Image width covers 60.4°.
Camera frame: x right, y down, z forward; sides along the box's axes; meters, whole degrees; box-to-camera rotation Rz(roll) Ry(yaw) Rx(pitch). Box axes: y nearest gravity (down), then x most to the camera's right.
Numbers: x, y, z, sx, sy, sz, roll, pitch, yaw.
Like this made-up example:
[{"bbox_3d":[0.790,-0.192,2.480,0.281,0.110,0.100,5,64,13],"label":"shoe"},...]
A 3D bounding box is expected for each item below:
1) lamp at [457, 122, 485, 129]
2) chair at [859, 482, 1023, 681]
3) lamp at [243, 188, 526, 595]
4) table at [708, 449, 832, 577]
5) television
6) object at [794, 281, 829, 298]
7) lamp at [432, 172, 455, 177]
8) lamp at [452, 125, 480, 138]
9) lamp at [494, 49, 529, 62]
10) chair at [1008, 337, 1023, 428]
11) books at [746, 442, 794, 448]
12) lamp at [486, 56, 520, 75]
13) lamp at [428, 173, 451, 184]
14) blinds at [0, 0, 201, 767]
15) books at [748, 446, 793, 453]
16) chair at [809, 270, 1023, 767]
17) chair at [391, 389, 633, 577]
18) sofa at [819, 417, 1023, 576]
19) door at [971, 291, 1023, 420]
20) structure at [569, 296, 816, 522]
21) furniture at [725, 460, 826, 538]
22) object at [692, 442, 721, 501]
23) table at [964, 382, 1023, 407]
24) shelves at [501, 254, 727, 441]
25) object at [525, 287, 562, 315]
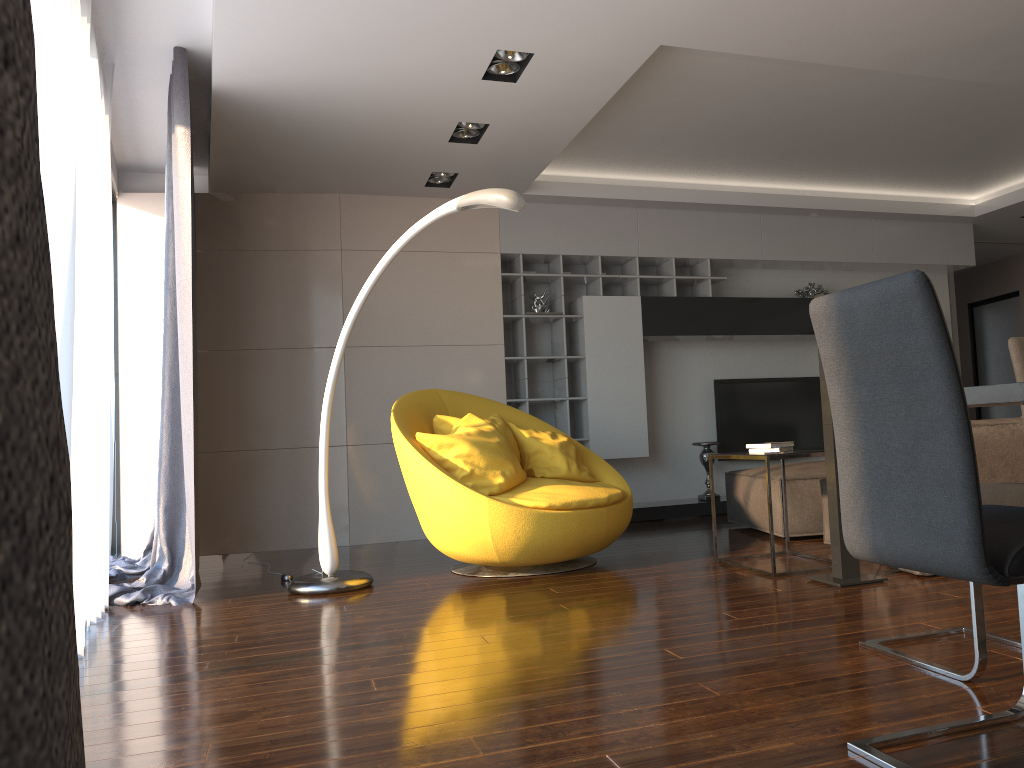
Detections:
[{"bbox_3d":[-0.238,-1.531,5.112,0.177,0.077,0.177,-3,-4,2],"label":"lamp"},{"bbox_3d":[1.314,0.312,2.612,0.442,0.965,0.553,-1,-4,-17],"label":"chair"},{"bbox_3d":[-1.334,0.182,5.084,0.613,1.780,4.011,0,-5,-37],"label":"lamp"},{"bbox_3d":[1.340,0.623,4.424,0.466,0.563,0.581,-1,-4,-17],"label":"table"},{"bbox_3d":[2.253,0.308,7.714,1.139,0.715,0.139,-1,-4,-19],"label":"television"},{"bbox_3d":[2.676,-0.822,7.840,0.333,0.177,0.313,-2,-4,-17],"label":"object"},{"bbox_3d":[-0.472,-1.464,6.016,0.177,0.077,0.177,-3,-4,2],"label":"lamp"},{"bbox_3d":[-0.282,-1.518,5.281,0.179,0.077,0.174,-2,-4,-5],"label":"lamp"},{"bbox_3d":[-0.005,-1.597,4.209,0.184,0.077,0.170,-1,-4,-22],"label":"lamp"},{"bbox_3d":[1.997,0.293,2.856,0.442,0.965,0.553,-1,-4,-17],"label":"chair"},{"bbox_3d":[1.309,0.310,4.461,0.216,0.022,0.146,0,-5,-41],"label":"books"},{"bbox_3d":[-0.049,-1.585,4.378,0.179,0.077,0.174,-2,-4,-5],"label":"lamp"},{"bbox_3d":[-0.515,-1.452,6.185,0.179,0.077,0.174,-2,-4,-5],"label":"lamp"},{"bbox_3d":[-1.174,-0.525,2.627,0.780,2.895,7.178,-1,-4,-22],"label":"blinds"},{"bbox_3d":[1.320,0.333,4.472,0.155,0.023,0.243,-5,-4,33],"label":"books"},{"bbox_3d":[0.974,0.278,1.799,0.591,0.965,0.413,-1,-4,-18],"label":"chair"},{"bbox_3d":[0.030,0.491,4.860,1.076,1.006,1.599,-6,-5,39],"label":"chair"},{"bbox_3d":[2.896,0.531,5.368,2.528,0.704,2.689,-2,-4,-7],"label":"sofa"},{"bbox_3d":[5.830,0.004,10.419,0.156,2.094,0.986,-2,-4,-4],"label":"door"},{"bbox_3d":[1.963,0.163,7.445,2.985,1.767,0.463,-1,-4,-19],"label":"structure"},{"bbox_3d":[2.083,0.730,5.845,1.116,0.440,1.075,-2,-4,-7],"label":"furniture"},{"bbox_3d":[1.615,0.716,7.241,0.250,0.475,0.229,-1,-4,-25],"label":"object"},{"bbox_3d":[1.816,0.358,2.094,1.657,0.760,1.005,-2,-4,-18],"label":"table"},{"bbox_3d":[0.840,-0.206,7.130,1.989,1.601,0.366,-1,-4,-19],"label":"shelves"},{"bbox_3d":[0.211,-0.636,6.884,0.294,0.227,0.275,-1,-4,-17],"label":"object"}]
